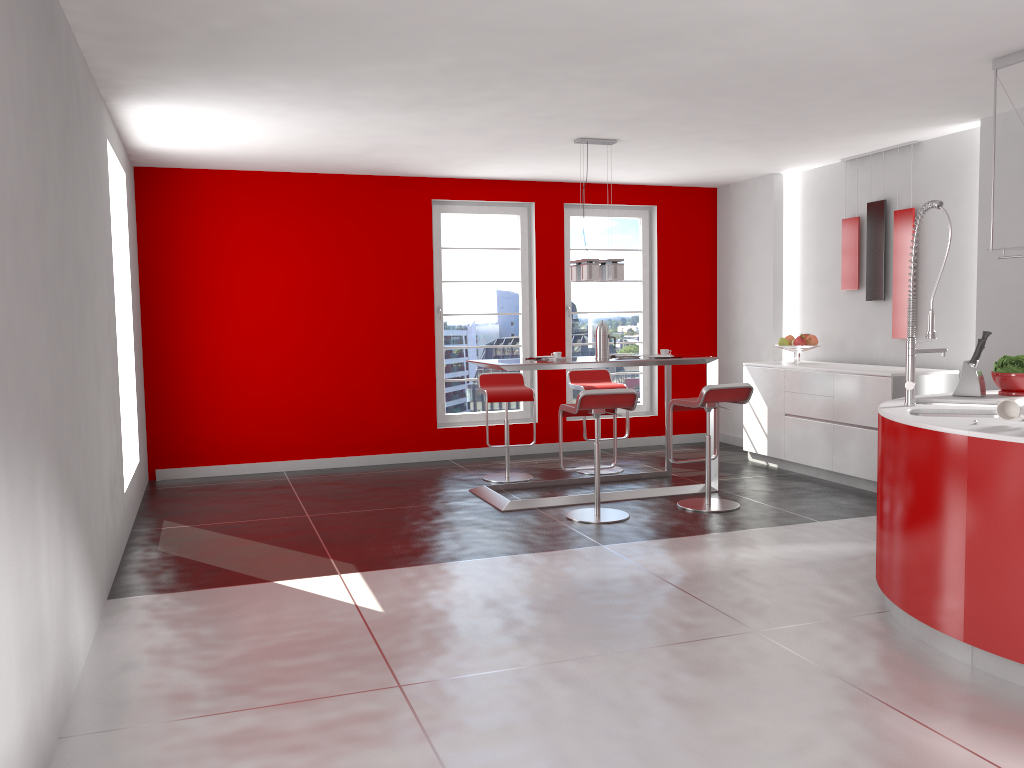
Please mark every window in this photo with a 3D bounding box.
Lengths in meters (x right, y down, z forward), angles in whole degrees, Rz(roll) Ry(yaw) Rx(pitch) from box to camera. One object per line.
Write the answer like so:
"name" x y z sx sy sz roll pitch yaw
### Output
"window" -0.279 -0.662 8.429 0.938 2.038 0.117 -2 5 -19
"window" 0.949 -0.715 8.853 0.938 2.038 0.117 -2 5 -19

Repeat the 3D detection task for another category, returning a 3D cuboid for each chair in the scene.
"chair" 0.728 0.311 7.562 0.418 0.857 0.460 -2 4 -17
"chair" -0.047 0.345 7.275 0.418 0.857 0.460 -2 4 -11
"chair" 1.353 0.413 6.058 0.418 0.857 0.460 -3 5 -24
"chair" 0.562 0.446 5.791 0.418 0.857 0.460 -2 4 -14

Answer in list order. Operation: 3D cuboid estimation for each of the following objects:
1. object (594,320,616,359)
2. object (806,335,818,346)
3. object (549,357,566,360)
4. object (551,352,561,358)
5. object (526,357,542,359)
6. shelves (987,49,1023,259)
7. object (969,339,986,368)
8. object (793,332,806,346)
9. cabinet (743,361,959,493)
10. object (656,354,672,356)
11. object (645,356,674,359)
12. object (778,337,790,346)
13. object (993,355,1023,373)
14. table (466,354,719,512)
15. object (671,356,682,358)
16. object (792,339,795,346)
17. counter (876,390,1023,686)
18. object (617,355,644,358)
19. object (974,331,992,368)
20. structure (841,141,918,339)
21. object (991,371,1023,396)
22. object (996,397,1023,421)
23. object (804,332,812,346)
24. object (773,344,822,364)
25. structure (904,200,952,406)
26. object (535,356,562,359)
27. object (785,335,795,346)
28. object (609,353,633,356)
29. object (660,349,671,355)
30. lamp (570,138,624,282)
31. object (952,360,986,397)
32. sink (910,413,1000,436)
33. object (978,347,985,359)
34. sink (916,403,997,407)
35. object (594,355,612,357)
"object" 0.688 -0.334 6.600 0.149 0.287 0.113 -2 4 -11
"object" 2.573 -0.372 7.587 0.121 0.101 0.097 -5 6 -40
"object" 0.335 -0.187 6.550 0.119 0.016 0.119 -4 6 -39
"object" 0.327 -0.211 6.549 0.078 0.049 0.062 -1 4 4
"object" 0.141 -0.195 6.712 0.095 0.012 0.234 -3 5 -20
"shelves" 2.998 -1.167 4.550 0.934 1.023 0.462 -2 5 -19
"object" 2.304 -0.087 4.447 0.130 0.279 0.012 3 6 42
"object" 2.445 -0.374 7.553 0.097 0.133 0.117 -3 5 -30
"cabinet" 2.651 0.295 7.182 0.610 0.880 1.802 -2 5 -19
"object" 1.153 -0.213 6.713 0.119 0.016 0.119 -1 4 1
"object" 1.080 -0.196 6.491 0.217 0.015 0.217 0 4 17
"object" 2.343 -0.359 7.630 0.100 0.086 0.083 2 5 30
"object" 2.551 -0.055 4.497 0.198 0.182 0.193 -2 4 -13
"table" 0.595 0.310 6.639 1.700 1.000 0.800 -2 5 -19
"object" 1.212 -0.199 6.530 0.095 0.012 0.234 -2 5 -19
"object" 2.465 -0.350 7.673 0.086 0.079 0.084 0 4 9
"counter" 2.594 0.540 3.926 1.868 0.880 2.865 0 4 15
"object" 0.882 -0.205 6.664 0.217 0.015 0.217 0 5 18
"object" 2.329 -0.105 4.460 0.150 0.322 0.014 3 6 42
"structure" 2.943 -1.124 7.167 0.040 1.503 0.820 -2 5 -19
"object" 2.562 -0.002 4.505 0.228 0.118 0.229 3 6 42
"object" 1.891 0.094 3.331 0.109 0.080 0.100 3 6 41
"object" 2.542 -0.388 7.711 0.117 0.129 0.150 1 5 28
"object" 2.460 -0.257 7.653 0.398 0.159 0.398 2 5 30
"structure" 1.879 -0.357 4.012 0.178 0.920 0.308 1 5 24
"object" 0.273 -0.202 6.754 0.217 0.015 0.217 -1 4 5
"object" 2.427 -0.377 7.749 0.096 0.105 0.117 0 4 10
"object" 0.853 -0.227 6.961 0.217 0.015 0.217 -5 6 -43
"object" 1.160 -0.237 6.714 0.078 0.049 0.062 -2 5 -19
"lamp" 0.621 -1.275 6.537 0.304 1.025 0.304 -2 5 -19
"object" 2.312 -0.030 4.485 0.137 0.178 0.091 3 6 44
"sink" 1.909 0.229 3.765 0.428 0.172 0.326 1 5 20
"object" 2.342 -0.093 4.486 0.091 0.197 0.009 3 6 42
"sink" 2.121 0.193 4.202 0.428 0.172 0.326 2 5 32
"object" 0.698 -0.211 6.784 0.119 0.016 0.119 -3 5 -22
